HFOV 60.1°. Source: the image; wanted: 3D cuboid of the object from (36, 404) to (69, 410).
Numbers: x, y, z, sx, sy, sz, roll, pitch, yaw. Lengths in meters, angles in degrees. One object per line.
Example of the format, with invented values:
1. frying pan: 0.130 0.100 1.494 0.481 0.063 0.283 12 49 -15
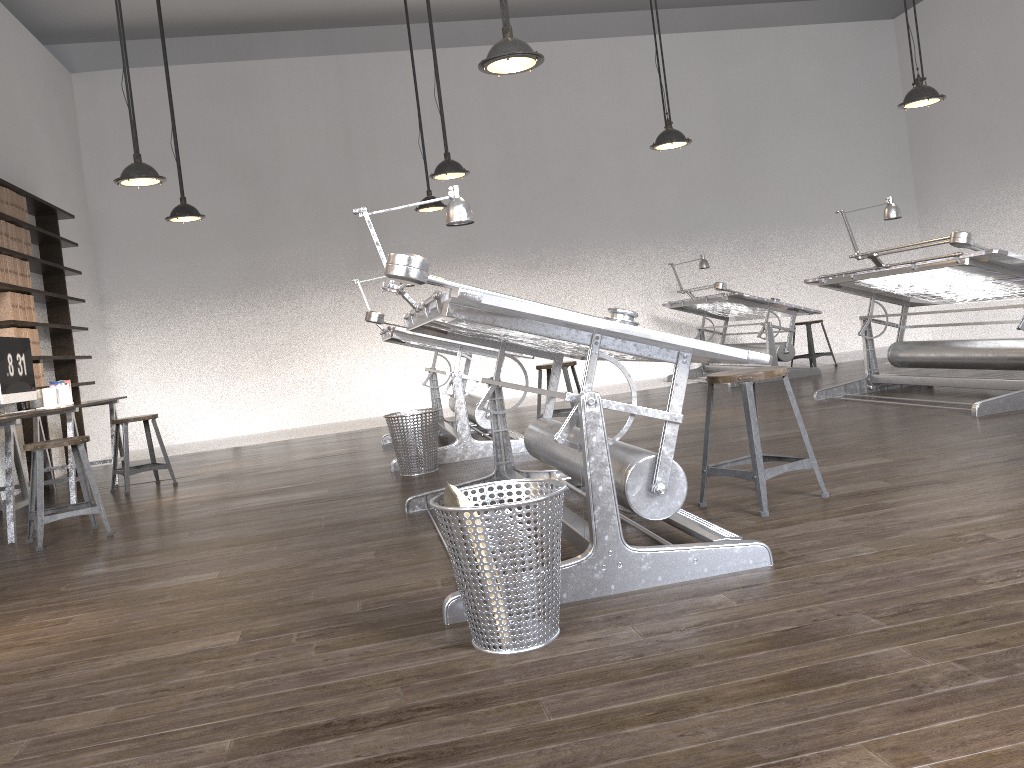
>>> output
1. object: -3.152 0.158 6.090 0.119 0.017 0.439 -8 3 -15

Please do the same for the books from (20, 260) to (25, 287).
1. books: -3.962 -0.862 6.998 0.175 0.225 0.066 -7 0 -10

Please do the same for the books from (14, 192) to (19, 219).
1. books: -4.037 -1.406 7.047 0.175 0.225 0.066 -7 0 -10

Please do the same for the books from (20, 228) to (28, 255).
1. books: -4.013 -1.134 7.125 0.175 0.226 0.067 -7 0 -10

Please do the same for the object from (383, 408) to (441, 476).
1. object: -0.593 0.359 5.459 0.352 0.378 0.354 -7 2 11

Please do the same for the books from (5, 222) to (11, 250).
1. books: -3.956 -1.122 6.784 0.175 0.225 0.066 -7 0 -10

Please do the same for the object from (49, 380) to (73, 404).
1. object: -3.418 0.073 6.715 0.145 0.196 0.143 -8 2 -38

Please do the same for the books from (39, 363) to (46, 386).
1. books: -3.883 -0.045 7.161 0.175 0.226 0.067 -7 0 -10

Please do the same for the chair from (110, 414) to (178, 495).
1. chair: -2.691 0.500 6.393 0.373 0.528 0.357 -8 2 -42

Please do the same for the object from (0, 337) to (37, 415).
1. object: -3.432 -0.058 6.059 0.204 0.517 0.643 -7 2 -10

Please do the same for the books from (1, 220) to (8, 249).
1. books: -3.939 -1.121 6.719 0.175 0.226 0.067 -7 0 -10

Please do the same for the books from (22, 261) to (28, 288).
1. books: -3.975 -0.865 7.068 0.174 0.225 0.066 -7 0 -10

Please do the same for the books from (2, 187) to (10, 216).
1. books: -3.999 -1.399 6.842 0.174 0.225 0.066 -7 0 -10

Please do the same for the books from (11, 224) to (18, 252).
1. books: -3.976 -1.127 6.918 0.175 0.226 0.067 -7 0 -10

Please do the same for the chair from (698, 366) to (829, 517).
1. chair: 0.950 0.211 3.472 0.373 0.528 0.357 -8 1 -32

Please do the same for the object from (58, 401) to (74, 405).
1. object: -3.222 0.142 6.393 0.106 0.028 0.059 -8 3 -14

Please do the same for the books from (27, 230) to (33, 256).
1. books: -4.039 -1.138 7.252 0.175 0.225 0.066 -7 0 -10

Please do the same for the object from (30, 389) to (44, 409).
1. object: -3.520 0.115 6.551 0.096 0.143 0.097 -7 1 7

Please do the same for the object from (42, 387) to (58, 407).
1. object: -3.413 0.102 6.543 0.094 0.144 0.095 -7 1 16

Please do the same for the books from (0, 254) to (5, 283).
1. books: -3.890 -0.849 6.595 0.174 0.225 0.066 -7 0 -10

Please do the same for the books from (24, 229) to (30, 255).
1. books: -4.029 -1.136 7.189 0.175 0.225 0.066 -7 0 -10

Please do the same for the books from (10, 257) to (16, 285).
1. books: -3.924 -0.856 6.805 0.175 0.225 0.066 -7 0 -10

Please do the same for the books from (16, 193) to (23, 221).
1. books: -4.052 -1.408 7.120 0.175 0.225 0.066 -7 0 -10

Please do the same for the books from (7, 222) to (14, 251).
1. books: -3.965 -1.124 6.846 0.175 0.225 0.066 -7 0 -10

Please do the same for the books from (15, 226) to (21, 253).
1. books: -3.993 -1.129 6.986 0.175 0.225 0.066 -7 0 -10

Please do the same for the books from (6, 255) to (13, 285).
1. books: -3.909 -0.854 6.734 0.175 0.226 0.067 -7 0 -10

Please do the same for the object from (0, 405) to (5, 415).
1. object: -3.405 0.137 5.696 0.204 0.161 0.284 -8 3 -18

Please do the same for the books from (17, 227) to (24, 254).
1. books: -4.007 -1.131 7.055 0.174 0.225 0.066 -7 0 -10

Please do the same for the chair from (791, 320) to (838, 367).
1. chair: 3.256 -0.421 9.652 0.373 0.528 0.357 -8 1 -32

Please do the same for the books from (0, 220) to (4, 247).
1. books: -3.933 -1.118 6.652 0.175 0.225 0.066 -7 0 -10

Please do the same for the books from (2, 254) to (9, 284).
1. books: -3.901 -0.851 6.664 0.175 0.225 0.066 -7 0 -10

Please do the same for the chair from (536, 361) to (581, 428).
1. chair: 0.362 0.106 6.649 0.358 0.528 0.372 -7 1 18

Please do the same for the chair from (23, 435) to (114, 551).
1. chair: -2.340 0.556 4.616 0.359 0.528 0.371 -8 1 -37

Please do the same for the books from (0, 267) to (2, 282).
1. books: -3.874 -0.847 6.527 0.174 0.225 0.066 -7 0 -10

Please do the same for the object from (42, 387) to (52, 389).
1. object: -3.467 0.104 6.621 0.069 0.155 0.067 -8 1 -34

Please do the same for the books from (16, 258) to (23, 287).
1. books: -3.945 -0.861 6.933 0.175 0.226 0.067 -7 0 -10

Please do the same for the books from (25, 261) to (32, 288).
1. books: -3.984 -0.867 7.138 0.174 0.225 0.066 -7 0 -10

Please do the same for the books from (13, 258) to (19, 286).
1. books: -3.937 -0.858 6.866 0.175 0.225 0.066 -7 0 -10

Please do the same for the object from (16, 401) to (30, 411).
1. object: -3.550 0.128 6.427 0.092 0.142 0.096 -8 1 -31
